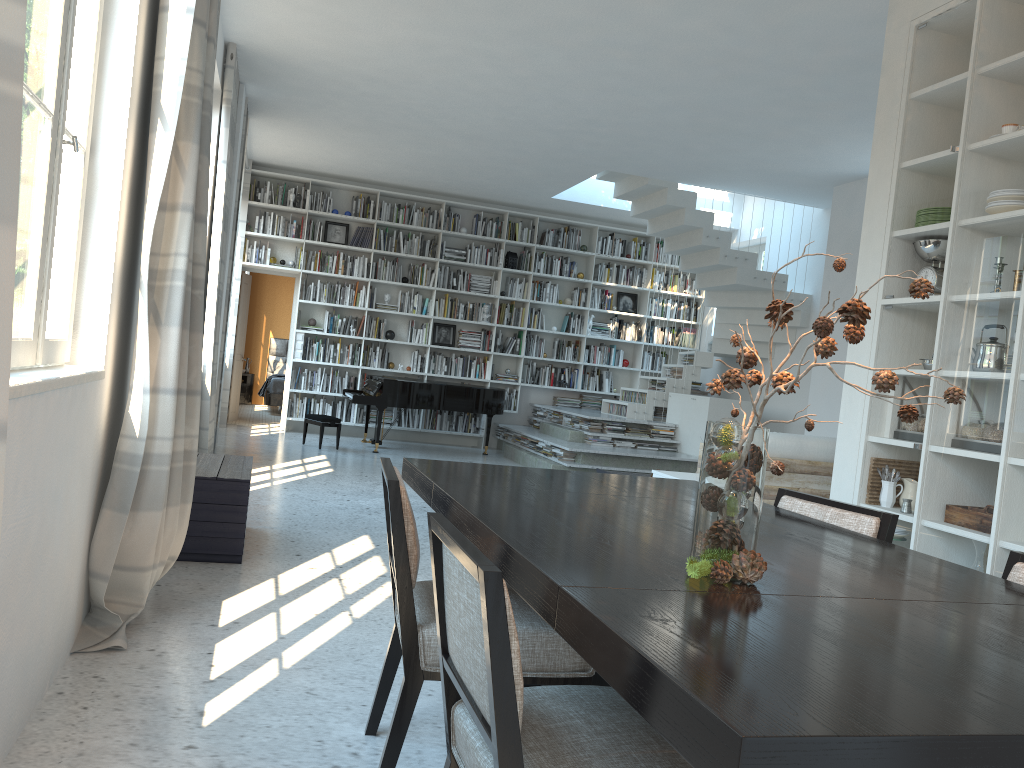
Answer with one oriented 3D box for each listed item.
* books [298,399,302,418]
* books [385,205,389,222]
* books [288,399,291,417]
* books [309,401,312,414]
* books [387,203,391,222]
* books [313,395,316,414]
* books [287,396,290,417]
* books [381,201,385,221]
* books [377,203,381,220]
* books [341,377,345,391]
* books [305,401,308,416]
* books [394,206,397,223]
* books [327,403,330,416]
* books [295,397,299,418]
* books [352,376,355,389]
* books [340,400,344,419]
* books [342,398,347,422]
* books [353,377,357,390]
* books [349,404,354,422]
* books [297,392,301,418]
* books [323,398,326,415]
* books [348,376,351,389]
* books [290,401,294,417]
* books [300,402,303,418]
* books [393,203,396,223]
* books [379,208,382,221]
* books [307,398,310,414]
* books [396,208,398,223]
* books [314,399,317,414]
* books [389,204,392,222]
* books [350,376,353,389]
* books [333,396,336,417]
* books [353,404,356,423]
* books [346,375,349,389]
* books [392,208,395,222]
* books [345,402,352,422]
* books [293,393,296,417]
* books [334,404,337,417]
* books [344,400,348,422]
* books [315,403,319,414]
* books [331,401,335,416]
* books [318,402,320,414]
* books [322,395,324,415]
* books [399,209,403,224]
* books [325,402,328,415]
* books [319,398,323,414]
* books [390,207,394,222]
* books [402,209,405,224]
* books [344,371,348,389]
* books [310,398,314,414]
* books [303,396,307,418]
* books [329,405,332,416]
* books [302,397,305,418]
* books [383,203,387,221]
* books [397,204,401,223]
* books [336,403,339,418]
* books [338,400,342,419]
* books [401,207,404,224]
[{"bbox_3d":[-2.669,0.307,11.144,0.022,0.226,0.154,6,1,-16],"label":"books"},{"bbox_3d":[-1.604,-2.151,11.296,0.023,0.220,0.181,6,1,-16],"label":"books"},{"bbox_3d":[-2.791,0.299,11.124,0.023,0.216,0.158,6,1,-16],"label":"books"},{"bbox_3d":[-2.552,0.322,11.181,0.022,0.221,0.163,6,1,-16],"label":"books"},{"bbox_3d":[-1.581,-2.164,11.305,0.023,0.251,0.170,6,1,-16],"label":"books"},{"bbox_3d":[-2.503,0.287,11.183,0.013,0.300,0.183,6,1,-16],"label":"books"},{"bbox_3d":[-2.806,0.278,11.118,0.012,0.254,0.160,6,1,-16],"label":"books"},{"bbox_3d":[-1.659,-2.187,11.303,0.021,0.279,0.140,6,2,-16],"label":"books"},{"bbox_3d":[-1.701,-2.170,11.267,0.029,0.237,0.156,6,1,-16],"label":"books"},{"bbox_3d":[-2.153,0.020,11.293,0.030,0.203,0.141,6,1,-16],"label":"books"},{"bbox_3d":[-2.597,0.324,11.176,0.022,0.205,0.158,6,1,-16],"label":"books"},{"bbox_3d":[-1.502,-2.148,11.353,0.025,0.235,0.129,6,1,-16],"label":"books"},{"bbox_3d":[-2.337,0.352,11.232,0.028,0.206,0.171,6,1,-16],"label":"books"},{"bbox_3d":[-2.703,0.293,11.143,0.024,0.246,0.143,6,1,-16],"label":"books"},{"bbox_3d":[-2.038,0.016,11.318,0.026,0.236,0.140,6,1,-16],"label":"books"},{"bbox_3d":[-2.175,0.339,11.309,0.040,0.264,0.137,6,1,-16],"label":"books"},{"bbox_3d":[-2.136,0.328,11.288,0.021,0.296,0.187,6,1,-16],"label":"books"},{"bbox_3d":[-2.009,0.022,11.317,0.030,0.230,0.151,6,1,-16],"label":"books"},{"bbox_3d":[-2.046,0.347,11.337,0.027,0.276,0.143,6,1,-16],"label":"books"},{"bbox_3d":[-2.681,0.259,11.144,0.011,0.318,0.157,6,2,-16],"label":"books"},{"bbox_3d":[-2.380,0.317,11.220,0.025,0.266,0.159,6,1,-16],"label":"books"},{"bbox_3d":[-2.089,0.015,11.310,0.030,0.227,0.140,6,1,-16],"label":"books"},{"bbox_3d":[-2.761,0.315,11.105,0.029,0.190,0.176,6,1,-16],"label":"books"},{"bbox_3d":[-2.653,0.328,11.158,0.022,0.186,0.145,6,1,-16],"label":"books"},{"bbox_3d":[-1.510,-2.163,11.323,0.010,0.264,0.160,6,1,-16],"label":"books"},{"bbox_3d":[-1.683,-2.141,11.289,0.024,0.183,0.133,6,1,-16],"label":"books"},{"bbox_3d":[-2.574,0.303,11.185,0.022,0.252,0.139,6,1,-16],"label":"books"},{"bbox_3d":[-1.483,-2.136,11.350,0.012,0.216,0.150,6,1,-16],"label":"books"},{"bbox_3d":[-2.494,0.315,11.209,0.022,0.246,0.134,6,1,-16],"label":"books"},{"bbox_3d":[-1.563,-2.162,11.306,0.012,0.250,0.174,6,1,-16],"label":"books"},{"bbox_3d":[-2.052,0.019,11.277,0.023,0.228,0.190,6,1,-16],"label":"books"},{"bbox_3d":[-2.266,0.307,11.274,0.013,0.310,0.130,6,2,-16],"label":"books"},{"bbox_3d":[-2.016,0.373,11.303,0.017,0.233,0.212,6,1,-16],"label":"books"},{"bbox_3d":[-2.099,0.008,11.271,0.011,0.239,0.174,6,1,-16],"label":"books"},{"bbox_3d":[-1.525,-2.136,11.319,0.015,0.207,0.166,6,1,-16],"label":"books"},{"bbox_3d":[-2.091,0.352,11.323,0.065,0.256,0.155,6,1,-16],"label":"books"},{"bbox_3d":[-2.731,0.266,11.127,0.045,0.294,0.181,6,1,-16],"label":"books"},{"bbox_3d":[-2.254,0.356,11.279,0.024,0.214,0.137,6,1,-16],"label":"books"},{"bbox_3d":[-2.120,0.326,11.290,0.012,0.304,0.165,6,1,-16],"label":"books"},{"bbox_3d":[-2.465,0.341,11.193,0.030,0.202,0.168,6,1,-16],"label":"books"},{"bbox_3d":[-2.279,0.339,11.241,0.023,0.244,0.188,6,1,-16],"label":"books"},{"bbox_3d":[-2.451,0.337,11.228,0.014,0.211,0.145,6,1,-16],"label":"books"},{"bbox_3d":[-2.402,0.295,11.231,0.014,0.304,0.139,6,2,-16],"label":"books"},{"bbox_3d":[-1.435,-2.124,11.354,0.030,0.201,0.152,6,1,-16],"label":"books"},{"bbox_3d":[-2.361,0.343,11.226,0.021,0.218,0.190,6,1,-16],"label":"books"},{"bbox_3d":[-2.420,0.313,11.208,0.031,0.266,0.186,6,1,-16],"label":"books"},{"bbox_3d":[-1.542,-2.138,11.300,0.029,0.208,0.178,6,1,-16],"label":"books"},{"bbox_3d":[-1.398,-2.127,11.353,0.011,0.216,0.160,6,1,-16],"label":"books"},{"bbox_3d":[-2.120,-0.019,11.291,0.025,0.288,0.130,6,2,-16],"label":"books"},{"bbox_3d":[-2.528,0.306,11.193,0.027,0.256,0.160,6,1,-16],"label":"books"},{"bbox_3d":[-2.611,0.293,11.154,0.023,0.266,0.177,6,1,-16],"label":"books"},{"bbox_3d":[-2.308,0.364,11.234,0.031,0.188,0.190,6,1,-16],"label":"books"},{"bbox_3d":[-2.627,0.293,11.143,0.013,0.262,0.174,6,1,-16],"label":"books"},{"bbox_3d":[-1.630,-2.171,11.292,0.031,0.255,0.145,6,1,-16],"label":"books"},{"bbox_3d":[-1.461,-2.160,11.354,0.028,0.268,0.151,6,1,-16],"label":"books"},{"bbox_3d":[-2.228,0.354,11.274,0.022,0.225,0.141,6,1,-16],"label":"books"},{"bbox_3d":[-2.202,0.341,11.277,0.027,0.256,0.179,6,1,-16],"label":"books"},{"bbox_3d":[-1.411,-2.138,11.357,0.013,0.234,0.154,6,1,-16],"label":"books"}]
